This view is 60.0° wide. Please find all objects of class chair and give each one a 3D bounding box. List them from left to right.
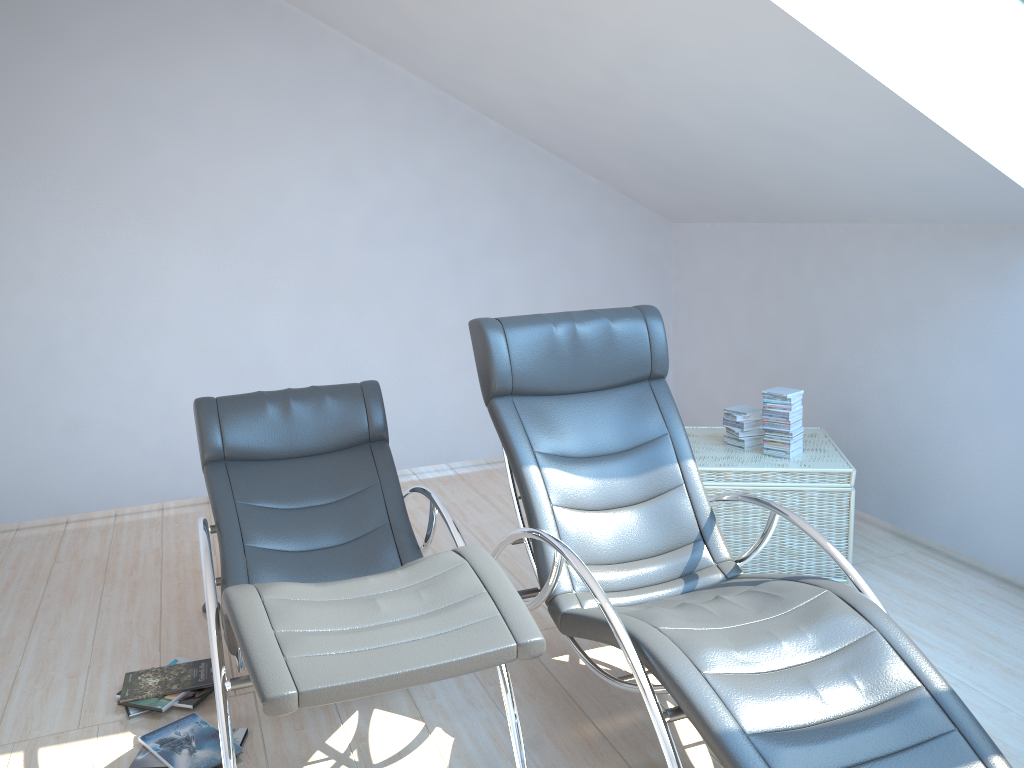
[{"bbox_3d":[-0.582,0.629,2.893,0.836,0.953,2.114,-6,12,-20],"label":"chair"},{"bbox_3d":[0.504,0.471,2.730,0.836,1.251,1.938,-6,12,-20],"label":"chair"}]

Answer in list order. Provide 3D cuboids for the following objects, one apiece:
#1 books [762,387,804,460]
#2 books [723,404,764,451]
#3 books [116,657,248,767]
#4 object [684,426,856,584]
[{"bbox_3d":[1.210,0.176,3.975,0.149,0.300,0.149,7,15,40],"label":"books"},{"bbox_3d":[1.083,0.206,4.152,0.162,0.184,0.165,-7,12,-21],"label":"books"},{"bbox_3d":[0.377,1.236,1.539,4.790,0.222,1.045,6,14,36],"label":"books"},{"bbox_3d":[1.147,0.538,4.188,0.745,0.518,0.744,0,11,9],"label":"object"}]
